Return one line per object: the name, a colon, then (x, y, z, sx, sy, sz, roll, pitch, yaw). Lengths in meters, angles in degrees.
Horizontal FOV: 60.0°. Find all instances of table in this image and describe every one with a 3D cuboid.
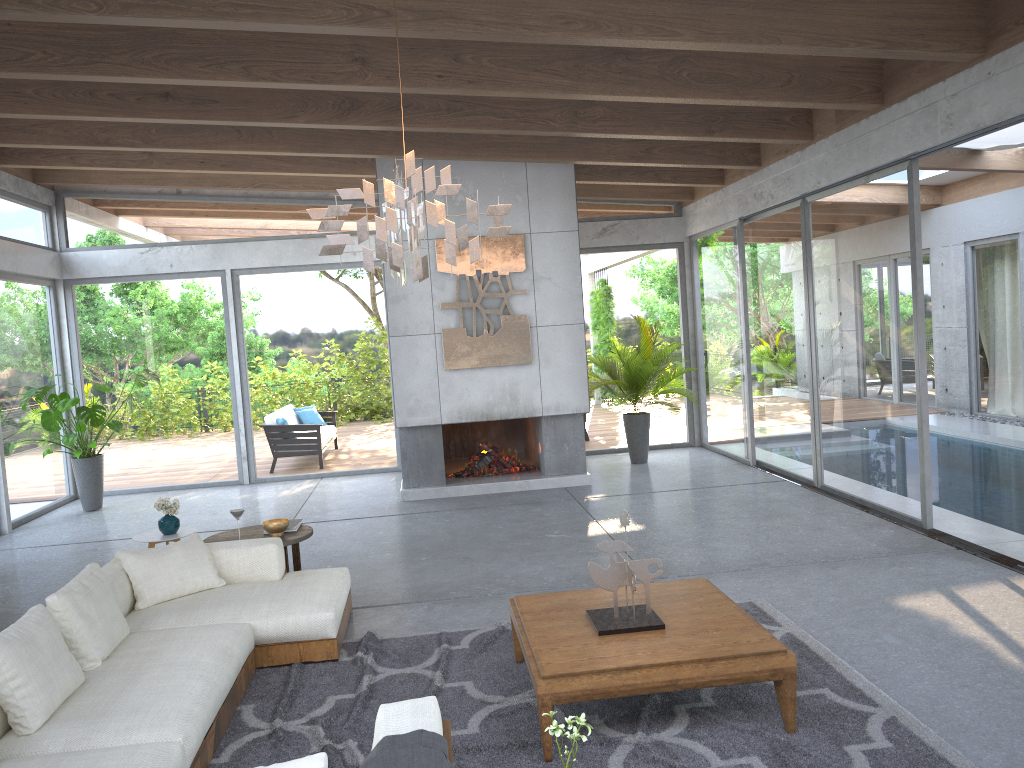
table: (-1.694, 1.238, 5.981, 0.725, 0.441, 0.725, -7, 5, -44)
table: (0.568, 1.246, 4.041, 1.048, 0.352, 1.112, -4, 4, -6)

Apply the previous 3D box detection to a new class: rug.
rug: (0.015, 1.429, 4.052, 3.186, 0.056, 2.187, -4, 4, -5)

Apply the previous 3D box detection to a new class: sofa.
sofa: (-1.266, 1.258, 3.763, 1.965, 0.777, 3.733, -4, 4, -6)

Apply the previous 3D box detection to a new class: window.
window: (0.379, -0.417, 3.643, 14.294, 3.764, 23.280, -4, 4, -6)

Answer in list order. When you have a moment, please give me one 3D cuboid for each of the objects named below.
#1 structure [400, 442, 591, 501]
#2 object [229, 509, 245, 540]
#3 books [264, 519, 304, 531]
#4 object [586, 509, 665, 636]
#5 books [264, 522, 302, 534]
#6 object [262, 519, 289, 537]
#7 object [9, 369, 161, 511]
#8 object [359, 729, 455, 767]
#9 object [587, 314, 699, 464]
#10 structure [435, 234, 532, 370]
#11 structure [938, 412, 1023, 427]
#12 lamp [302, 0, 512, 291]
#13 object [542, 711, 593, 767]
structure: (-0.285, 0.799, 10.392, 2.012, 0.595, 2.203, -4, 4, -6)
object: (-1.780, 0.928, 5.776, 0.099, 0.212, 0.099, -2, 4, 25)
books: (-1.580, 0.977, 6.152, 0.205, 0.012, 0.290, -4, 4, 0)
object: (0.510, 0.814, 4.035, 0.346, 0.518, 0.379, -4, 4, -6)
books: (-1.586, 0.990, 6.154, 0.220, 0.015, 0.303, -4, 4, -6)
object: (-1.571, 0.964, 5.912, 0.173, 0.097, 0.173, -6, 4, -26)
object: (-4.826, 0.637, 10.030, 1.416, 1.540, 1.731, -3, 4, 14)
object: (-0.372, 1.391, 2.404, 0.857, 0.704, 0.472, -5, 4, -9)
object: (1.482, 0.038, 10.628, 1.484, 1.819, 1.798, -4, 4, 1)
structure: (-0.289, -0.847, 9.171, 0.919, 1.351, 0.041, -4, 4, -6)
structure: (7.206, 0.809, 6.519, 0.477, 0.068, 13.673, -4, 4, -6)
lamp: (-0.558, -1.089, 3.698, 0.862, 1.400, 0.636, -1, 5, 41)
object: (0.109, 1.121, 2.043, 0.171, 0.750, 0.238, -3, 4, 16)
